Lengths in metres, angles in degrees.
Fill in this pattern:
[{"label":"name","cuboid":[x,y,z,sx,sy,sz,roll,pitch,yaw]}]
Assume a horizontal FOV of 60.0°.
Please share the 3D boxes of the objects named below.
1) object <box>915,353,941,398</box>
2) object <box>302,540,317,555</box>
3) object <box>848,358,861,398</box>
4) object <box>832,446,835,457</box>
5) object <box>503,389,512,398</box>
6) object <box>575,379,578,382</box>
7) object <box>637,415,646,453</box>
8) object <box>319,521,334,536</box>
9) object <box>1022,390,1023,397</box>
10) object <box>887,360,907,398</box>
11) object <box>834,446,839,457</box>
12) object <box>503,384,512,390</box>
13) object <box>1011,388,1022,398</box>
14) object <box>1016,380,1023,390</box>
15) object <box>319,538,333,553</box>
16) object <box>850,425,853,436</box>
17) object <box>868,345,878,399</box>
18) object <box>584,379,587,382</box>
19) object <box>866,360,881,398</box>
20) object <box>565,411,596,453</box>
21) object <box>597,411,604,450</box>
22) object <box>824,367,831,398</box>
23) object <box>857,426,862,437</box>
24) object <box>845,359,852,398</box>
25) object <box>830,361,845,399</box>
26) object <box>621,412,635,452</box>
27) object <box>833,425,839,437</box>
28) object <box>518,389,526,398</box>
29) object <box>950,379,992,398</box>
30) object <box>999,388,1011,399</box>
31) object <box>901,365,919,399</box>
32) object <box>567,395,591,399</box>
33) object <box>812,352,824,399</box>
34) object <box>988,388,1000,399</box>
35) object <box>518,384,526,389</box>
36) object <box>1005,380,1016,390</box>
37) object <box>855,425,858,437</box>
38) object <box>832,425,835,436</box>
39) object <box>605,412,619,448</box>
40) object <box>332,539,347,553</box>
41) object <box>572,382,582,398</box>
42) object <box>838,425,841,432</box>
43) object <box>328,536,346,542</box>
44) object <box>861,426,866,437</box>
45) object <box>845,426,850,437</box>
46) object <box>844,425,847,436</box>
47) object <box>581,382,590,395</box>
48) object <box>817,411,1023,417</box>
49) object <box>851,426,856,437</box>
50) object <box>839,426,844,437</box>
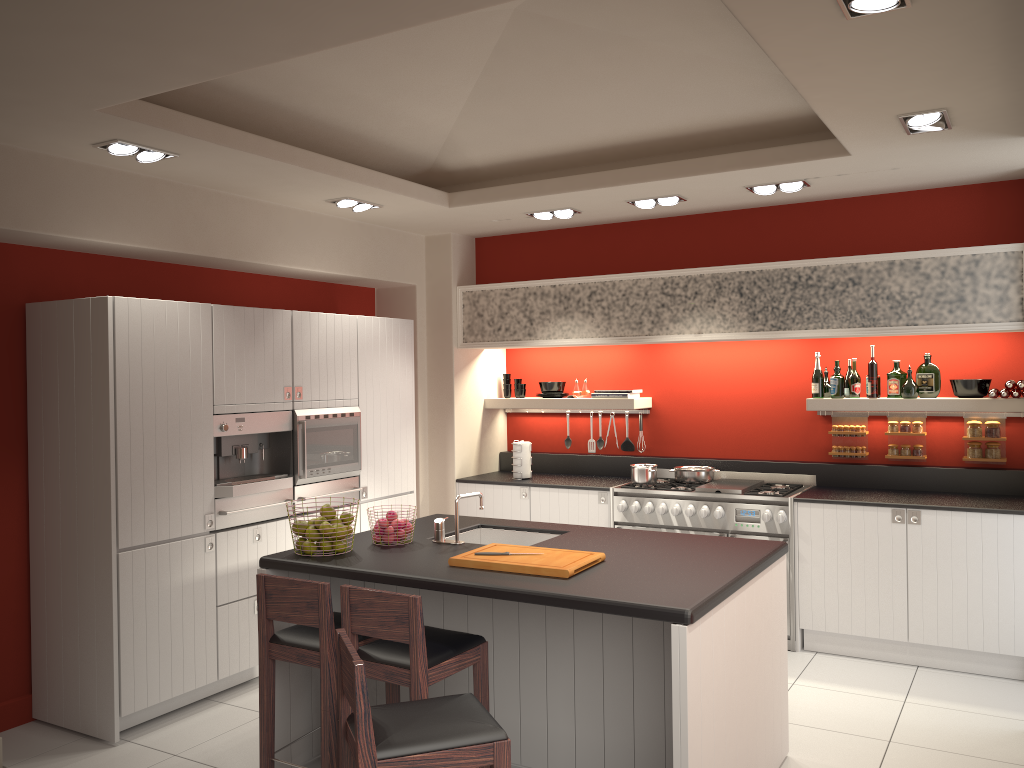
[{"label":"object","cuboid":[2.815,-0.057,6.003,0.057,0.303,0.186,-1,0,-30]},{"label":"object","cuboid":[-0.925,0.746,4.051,0.068,0.068,0.068,-1,0,41]},{"label":"object","cuboid":[2.403,-0.042,6.221,0.080,0.278,0.080,-1,0,34]},{"label":"object","cuboid":[2.328,0.484,6.397,0.034,0.078,0.034,-1,0,-39]},{"label":"object","cuboid":[-0.037,0.084,7.534,0.070,0.076,0.070,-1,0,2]},{"label":"object","cuboid":[0.531,-0.028,7.279,0.023,0.031,0.024,-1,0,-18]},{"label":"object","cuboid":[1.046,0.395,7.189,0.069,0.328,0.069,-1,0,8]},{"label":"object","cuboid":[-0.847,0.661,4.054,0.067,0.068,0.067,-1,0,-7]},{"label":"object","cuboid":[3.277,0.060,5.638,0.061,0.061,0.366,-1,1,30]},{"label":"object","cuboid":[2.644,-0.034,6.091,0.071,0.260,0.112,-1,0,-31]},{"label":"object","cuboid":[2.324,0.484,6.355,0.034,0.078,0.034,-1,0,-39]},{"label":"object","cuboid":[-0.037,0.040,7.533,0.070,0.076,0.070,-1,0,2]},{"label":"object","cuboid":[3.233,0.060,5.686,0.061,0.061,0.366,-1,1,30]},{"label":"object","cuboid":[3.248,0.006,5.652,0.062,0.062,0.366,-1,1,30]},{"label":"object","cuboid":[-0.857,0.744,4.097,0.068,0.068,0.068,-1,0,41]},{"label":"object","cuboid":[2.428,0.335,6.337,0.034,0.078,0.034,-1,0,-39]},{"label":"object","cuboid":[2.500,-0.085,6.118,0.062,0.366,0.210,-1,0,30]},{"label":"object","cuboid":[0.609,-0.028,7.325,0.026,0.032,0.023,-1,0,13]},{"label":"object","cuboid":[2.530,-0.034,6.210,0.094,0.263,0.094,-1,0,-3]},{"label":"object","cuboid":[0.570,0.402,7.463,0.287,0.351,0.022,-1,0,31]},{"label":"object","cuboid":[0.734,0.387,7.369,0.067,0.323,0.022,-1,0,29]},{"label":"object","cuboid":[2.273,-0.015,6.412,0.113,0.226,0.113,-1,0,-18]},{"label":"object","cuboid":[2.456,0.335,6.276,0.034,0.078,0.034,-1,0,-39]},{"label":"object","cuboid":[2.408,-0.041,6.319,0.083,0.277,0.083,-1,0,34]},{"label":"object","cuboid":[2.266,-0.031,6.177,0.094,0.264,0.094,-1,0,19]},{"label":"object","cuboid":[0.950,0.390,7.266,0.123,0.331,0.040,-1,0,30]},{"label":"object","cuboid":[2.321,0.336,6.354,0.034,0.078,0.034,-1,0,-39]},{"label":"object","cuboid":[0.085,0.082,7.520,0.070,0.076,0.070,-1,0,2]},{"label":"object","cuboid":[3.042,0.030,5.882,0.251,0.121,0.251,-1,0,12]},{"label":"object","cuboid":[3.168,0.061,5.700,0.062,0.062,0.366,-1,1,30]},{"label":"object","cuboid":[2.663,-0.016,5.935,0.113,0.226,0.113,-1,0,42]},{"label":"object","cuboid":[0.571,0.103,7.302,0.183,0.027,0.160,-1,1,-31]},{"label":"object","cuboid":[2.161,-0.063,6.263,0.083,0.331,0.083,-1,0,2]},{"label":"object","cuboid":[3.114,0.062,5.731,0.062,0.062,0.366,-1,1,30]},{"label":"object","cuboid":[0.085,0.038,7.520,0.070,0.076,0.070,-1,0,2]},{"label":"object","cuboid":[3.205,0.007,5.703,0.062,0.062,0.366,-1,1,30]},{"label":"object","cuboid":[2.462,0.334,6.317,0.034,0.078,0.034,-1,0,-39]},{"label":"object","cuboid":[2.326,0.336,6.397,0.034,0.078,0.034,-1,0,-39]},{"label":"object","cuboid":[0.820,0.382,7.321,0.124,0.297,0.009,-1,0,30]},{"label":"object","cuboid":[-0.795,0.744,4.086,0.068,0.068,0.068,-1,0,41]},{"label":"object","cuboid":[0.532,0.048,7.279,0.076,0.131,0.076,-1,0,-17]},{"label":"object","cuboid":[2.359,0.335,6.377,0.034,0.078,0.034,-1,0,-39]},{"label":"object","cuboid":[-0.823,0.736,4.168,0.084,0.079,0.086,-1,0,-15]},{"label":"object","cuboid":[2.496,0.334,6.297,0.034,0.078,0.034,-1,0,-39]},{"label":"object","cuboid":[2.389,0.335,6.315,0.034,0.078,0.034,-1,0,-39]},{"label":"object","cuboid":[2.393,0.335,6.357,0.034,0.078,0.034,-1,0,-39]},{"label":"object","cuboid":[0.608,0.046,7.325,0.077,0.134,0.076,-1,0,14]},{"label":"object","cuboid":[2.831,0.208,6.171,1.355,0.034,0.048,-1,0,30]},{"label":"object","cuboid":[2.423,0.335,6.295,0.034,0.078,0.034,-1,0,-39]},{"label":"object","cuboid":[2.355,0.336,6.335,0.034,0.078,0.034,-1,0,-39]}]
